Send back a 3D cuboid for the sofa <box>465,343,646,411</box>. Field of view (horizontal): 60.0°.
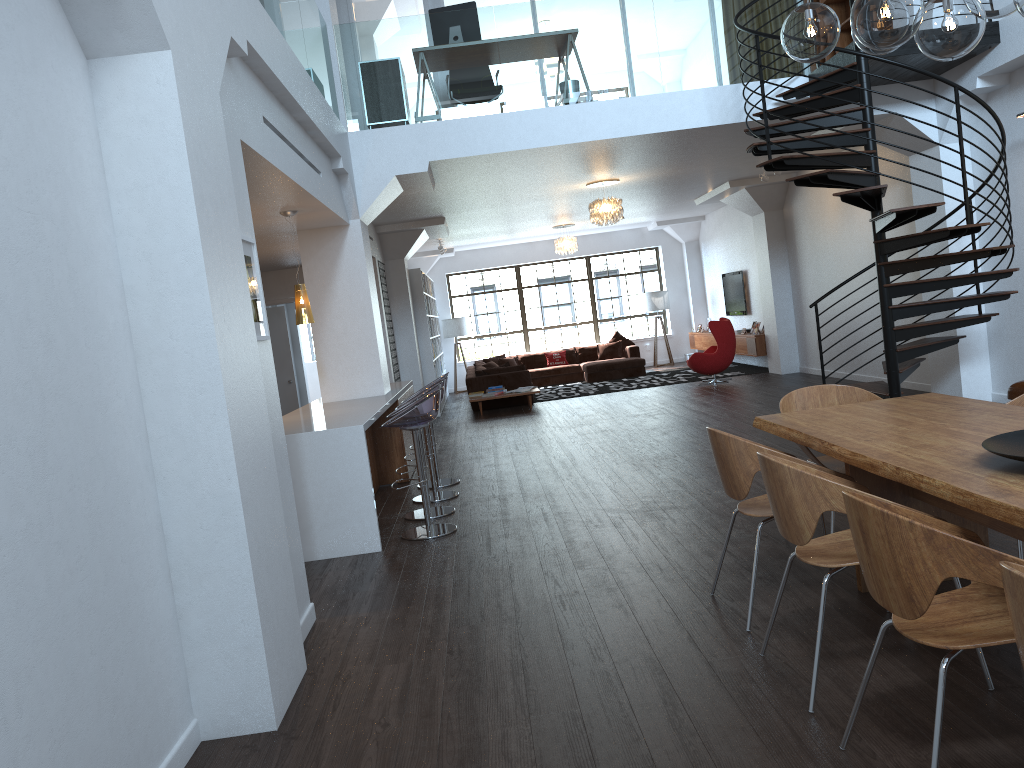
[{"bbox_3d":[0.894,-0.243,16.566,3.481,0.664,4.197,-8,4,-2],"label":"sofa"}]

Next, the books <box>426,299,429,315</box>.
[{"bbox_3d":[-1.554,-1.329,15.443,0.176,0.291,0.053,-8,4,-2],"label":"books"}]

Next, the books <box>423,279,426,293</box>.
[{"bbox_3d":[-1.576,-1.659,15.151,0.182,0.253,0.098,-8,4,-2],"label":"books"}]

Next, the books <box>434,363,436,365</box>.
[{"bbox_3d":[-1.381,-0.313,14.564,0.223,0.027,0.161,-7,4,8],"label":"books"}]

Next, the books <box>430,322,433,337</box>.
[{"bbox_3d":[-1.486,-0.933,15.385,0.182,0.253,0.034,-8,4,-2],"label":"books"}]

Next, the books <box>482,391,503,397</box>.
[{"bbox_3d":[-0.307,0.160,13.876,0.236,0.035,0.340,-6,5,23],"label":"books"}]

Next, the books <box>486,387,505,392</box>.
[{"bbox_3d":[-0.263,0.087,14.280,0.279,0.035,0.191,-7,4,8],"label":"books"}]

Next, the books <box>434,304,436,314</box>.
[{"bbox_3d":[-1.645,-1.486,17.968,0.183,0.253,0.034,-8,4,-2],"label":"books"}]

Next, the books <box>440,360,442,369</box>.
[{"bbox_3d":[-1.472,-0.326,17.406,0.183,0.253,0.034,-8,4,-2],"label":"books"}]

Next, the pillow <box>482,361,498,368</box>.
[{"bbox_3d":[-0.333,-0.239,16.459,0.325,0.391,0.625,-6,4,15],"label":"pillow"}]

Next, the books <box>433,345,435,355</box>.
[{"bbox_3d":[-1.451,-0.571,15.509,0.183,0.253,0.034,-8,4,-2],"label":"books"}]

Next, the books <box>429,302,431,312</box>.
[{"bbox_3d":[-1.587,-1.376,16.170,0.197,0.283,0.065,-8,4,-2],"label":"books"}]

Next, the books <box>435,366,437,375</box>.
[{"bbox_3d":[-1.396,-0.182,15.340,0.183,0.253,0.042,-8,4,-2],"label":"books"}]

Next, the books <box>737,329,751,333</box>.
[{"bbox_3d":[4.216,-0.952,15.919,0.250,0.053,0.400,-8,4,-2],"label":"books"}]

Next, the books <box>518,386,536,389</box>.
[{"bbox_3d":[0.231,0.062,14.227,0.256,0.035,0.350,-6,5,23],"label":"books"}]

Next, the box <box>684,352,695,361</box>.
[{"bbox_3d":[3.890,-0.578,19.165,0.228,0.165,0.368,-8,4,-2],"label":"box"}]

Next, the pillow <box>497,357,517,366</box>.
[{"bbox_3d":[-0.085,-0.383,17.986,0.489,0.337,0.238,-10,5,-32],"label":"pillow"}]

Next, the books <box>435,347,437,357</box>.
[{"bbox_3d":[-1.465,-0.605,16.010,0.183,0.253,0.034,-8,4,-2],"label":"books"}]

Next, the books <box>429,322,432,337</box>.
[{"bbox_3d":[-1.484,-0.920,15.211,0.182,0.253,0.034,-8,4,-2],"label":"books"}]

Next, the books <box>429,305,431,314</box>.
[{"bbox_3d":[-1.569,-1.346,16.035,0.174,0.239,0.045,-8,4,-2],"label":"books"}]

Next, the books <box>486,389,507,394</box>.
[{"bbox_3d":[-0.254,0.122,14.280,0.312,0.037,0.216,-8,4,-12],"label":"books"}]

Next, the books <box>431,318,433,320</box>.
[{"bbox_3d":[-1.529,-1.141,15.734,0.223,0.027,0.161,-7,4,8],"label":"books"}]

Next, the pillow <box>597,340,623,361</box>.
[{"bbox_3d":[1.985,-0.682,18.072,0.542,0.362,0.248,-6,4,19],"label":"pillow"}]

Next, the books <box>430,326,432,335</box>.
[{"bbox_3d":[-1.486,-0.920,15.312,0.174,0.239,0.045,-8,4,-2],"label":"books"}]

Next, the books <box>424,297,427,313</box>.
[{"bbox_3d":[-1.504,-1.276,14.656,0.176,0.290,0.053,-8,4,-2],"label":"books"}]

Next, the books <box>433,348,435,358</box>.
[{"bbox_3d":[-1.445,-0.561,15.373,0.183,0.253,0.034,-8,4,-2],"label":"books"}]

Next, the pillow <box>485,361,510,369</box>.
[{"bbox_3d":[-0.171,-0.177,15.037,0.559,0.411,0.269,-3,6,44],"label":"pillow"}]

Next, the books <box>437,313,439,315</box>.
[{"bbox_3d":[-1.695,-1.446,18.508,0.284,0.033,0.197,-7,4,13],"label":"books"}]

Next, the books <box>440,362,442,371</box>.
[{"bbox_3d":[-1.467,-0.315,17.245,0.183,0.253,0.034,-8,4,-2],"label":"books"}]

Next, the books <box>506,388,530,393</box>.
[{"bbox_3d":[0.091,0.106,13.880,0.342,0.040,0.231,-4,5,38],"label":"books"}]

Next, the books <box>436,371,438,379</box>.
[{"bbox_3d":[-1.392,-0.169,15.488,0.161,0.207,0.135,-8,4,-2],"label":"books"}]

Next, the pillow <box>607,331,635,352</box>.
[{"bbox_3d":[2.171,-0.802,18.237,0.651,0.587,0.335,-9,5,-23],"label":"pillow"}]

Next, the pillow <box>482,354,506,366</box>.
[{"bbox_3d":[-0.281,-0.383,18.075,0.580,0.418,0.334,-10,5,-29],"label":"pillow"}]

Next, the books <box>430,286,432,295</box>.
[{"bbox_3d":[-1.680,-1.819,17.442,0.183,0.253,0.034,-8,4,-2],"label":"books"}]

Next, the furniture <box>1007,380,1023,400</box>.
[{"bbox_3d":[4.359,0.193,6.053,0.907,0.453,1.819,-8,4,-2],"label":"furniture"}]

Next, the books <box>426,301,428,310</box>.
[{"bbox_3d":[-1.542,-1.293,15.279,0.174,0.240,0.054,-8,4,-2],"label":"books"}]

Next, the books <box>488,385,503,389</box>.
[{"bbox_3d":[-0.263,0.055,14.276,0.224,0.027,0.157,-7,4,3],"label":"books"}]

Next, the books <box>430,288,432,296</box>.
[{"bbox_3d":[-1.674,-1.809,17.306,0.183,0.253,0.034,-8,4,-2],"label":"books"}]

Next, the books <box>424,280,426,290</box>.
[{"bbox_3d":[-1.589,-1.673,15.339,0.182,0.255,0.077,-8,4,-2],"label":"books"}]

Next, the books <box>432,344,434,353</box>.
[{"bbox_3d":[-1.448,-0.558,15.339,0.183,0.253,0.034,-8,4,-2],"label":"books"}]

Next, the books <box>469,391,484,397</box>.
[{"bbox_3d":[-0.567,0.164,14.210,0.241,0.045,0.334,-8,4,0],"label":"books"}]

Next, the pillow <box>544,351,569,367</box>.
[{"bbox_3d":[0.912,-0.512,18.160,0.465,0.308,0.220,-8,4,-6],"label":"pillow"}]
